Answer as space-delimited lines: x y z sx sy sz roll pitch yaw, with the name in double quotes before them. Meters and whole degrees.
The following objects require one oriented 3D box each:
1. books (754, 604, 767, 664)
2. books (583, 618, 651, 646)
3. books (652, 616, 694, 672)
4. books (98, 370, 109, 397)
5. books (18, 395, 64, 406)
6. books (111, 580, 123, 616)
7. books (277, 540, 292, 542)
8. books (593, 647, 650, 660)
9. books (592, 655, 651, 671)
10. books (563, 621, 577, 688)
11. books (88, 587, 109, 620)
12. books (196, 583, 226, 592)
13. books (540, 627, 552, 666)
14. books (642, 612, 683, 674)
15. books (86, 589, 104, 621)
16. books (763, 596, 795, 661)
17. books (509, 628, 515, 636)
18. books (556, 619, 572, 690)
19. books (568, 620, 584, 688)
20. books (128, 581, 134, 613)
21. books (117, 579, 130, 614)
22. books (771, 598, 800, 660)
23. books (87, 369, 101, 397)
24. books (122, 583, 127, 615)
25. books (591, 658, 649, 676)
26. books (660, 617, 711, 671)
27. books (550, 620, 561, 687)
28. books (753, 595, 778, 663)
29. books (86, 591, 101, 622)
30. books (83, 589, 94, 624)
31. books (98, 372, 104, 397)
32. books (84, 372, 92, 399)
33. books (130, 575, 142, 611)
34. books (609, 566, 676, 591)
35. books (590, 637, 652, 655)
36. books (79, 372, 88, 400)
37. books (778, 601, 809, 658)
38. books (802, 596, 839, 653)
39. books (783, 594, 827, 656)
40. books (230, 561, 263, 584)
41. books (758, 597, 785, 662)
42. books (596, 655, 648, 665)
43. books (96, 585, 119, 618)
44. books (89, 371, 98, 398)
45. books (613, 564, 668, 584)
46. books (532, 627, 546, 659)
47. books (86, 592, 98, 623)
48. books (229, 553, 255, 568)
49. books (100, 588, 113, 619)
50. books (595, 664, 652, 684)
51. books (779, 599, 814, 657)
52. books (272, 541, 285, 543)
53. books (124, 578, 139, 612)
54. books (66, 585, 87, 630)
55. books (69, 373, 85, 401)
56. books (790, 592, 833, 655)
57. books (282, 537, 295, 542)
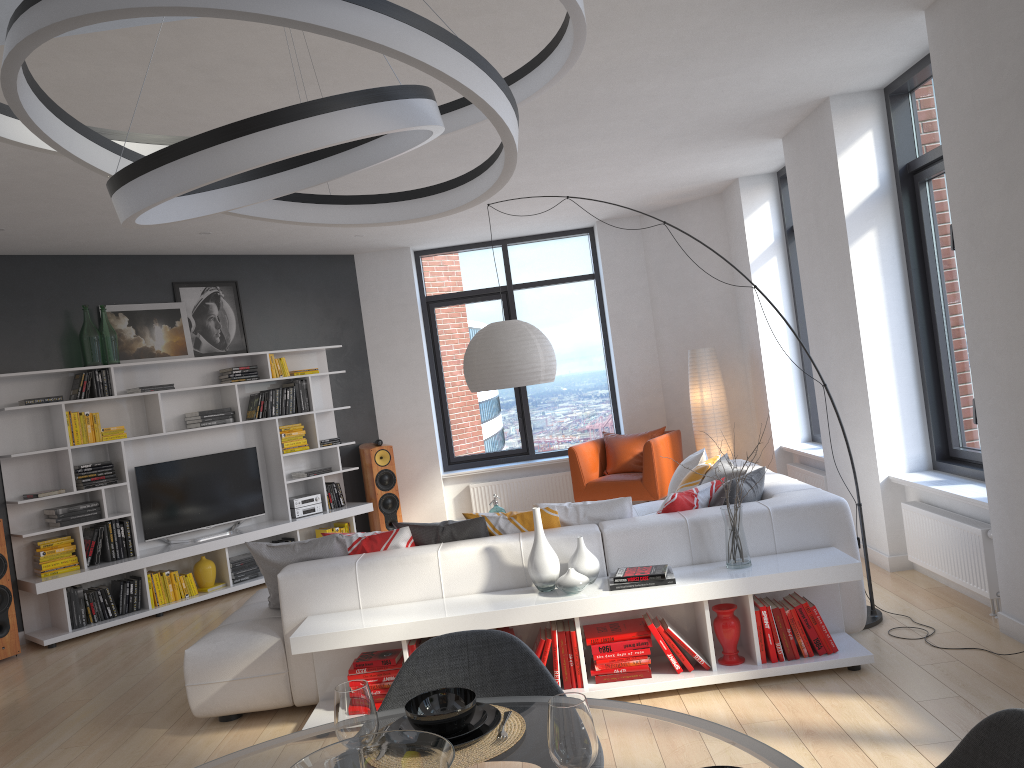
"books" 1.137 1.154 4.130 0.026 0.250 0.168 -8 1 0
"books" 0.495 1.175 4.211 0.301 0.032 0.227 -8 1 1
"books" 0.753 1.216 4.155 0.148 0.232 0.171 -8 1 2
"books" -3.320 0.003 7.172 0.038 0.218 0.169 -8 1 -44
"books" -3.632 0.134 6.837 0.268 0.046 0.208 -8 1 -41
"books" -3.140 1.696 7.042 0.066 0.260 0.197 -8 1 -44
"books" -2.072 1.546 8.081 0.084 0.249 0.191 -8 1 -44
"books" 0.512 1.242 4.171 0.261 0.027 0.191 -8 1 5
"books" 0.512 1.291 4.175 0.257 0.025 0.182 -8 1 1
"books" 0.272 1.265 4.159 0.028 0.266 0.188 -8 1 1
"books" -3.232 1.713 6.929 0.193 0.255 0.066 -7 1 45
"books" -2.604 1.734 7.557 0.270 0.029 0.204 -7 1 31
"books" 0.142 1.290 4.153 0.115 0.245 0.192 -8 1 1
"books" 0.704 1.213 4.162 0.134 0.248 0.192 -8 1 0
"books" -3.243 1.720 6.901 0.169 0.242 0.050 -7 1 45
"books" 1.239 1.140 4.143 0.076 0.252 0.199 -8 1 1
"books" -0.118 1.207 4.173 0.266 0.026 0.187 -8 1 -5
"books" 0.241 1.265 4.168 0.038 0.270 0.215 -8 1 1
"books" 0.298 1.259 4.143 0.028 0.269 0.181 -8 1 0
"books" -3.077 1.695 7.081 0.179 0.243 0.071 -7 1 45
"books" -3.105 1.694 7.072 0.192 0.254 0.075 -7 1 45
"books" 1.269 1.140 4.132 0.066 0.247 0.175 -8 1 1
"books" -3.361 0.002 7.137 0.025 0.232 0.176 -8 1 -44
"books" -3.104 1.702 7.037 0.069 0.242 0.172 -8 1 -44
"books" 0.505 1.318 4.169 0.266 0.026 0.187 -8 1 6
"books" 0.808 1.214 4.154 0.186 0.223 0.188 -8 1 1
"books" 0.203 1.266 4.152 0.046 0.282 0.199 -8 1 1
"books" 1.172 1.140 4.138 0.050 0.268 0.198 -8 1 1
"books" -3.264 1.727 6.891 0.049 0.236 0.170 -8 1 -44
"books" -3.313 1.717 6.859 0.053 0.268 0.202 -8 1 -45
"books" -3.339 0.014 7.151 0.021 0.200 0.147 -8 1 -44
"books" -3.407 0.018 7.082 0.154 0.212 0.074 -7 1 45
"books" -3.036 1.681 7.141 0.066 0.260 0.197 -8 1 -44
"books" 0.609 0.914 4.173 0.300 0.026 0.245 -8 1 6
"books" 0.506 1.210 4.187 0.279 0.039 0.206 -8 1 0
"books" -3.436 0.022 7.071 0.087 0.214 0.171 -8 1 -44
"books" 1.304 1.141 4.137 0.081 0.230 0.165 -8 1 1
"books" 1.434 1.124 4.152 0.103 0.230 0.173 -8 1 1
"books" 1.367 1.124 4.147 0.119 0.249 0.187 -8 1 1
"books" -2.376 1.646 7.811 0.277 0.137 0.343 -7 1 41
"books" 1.204 1.141 4.135 0.056 0.262 0.185 -8 1 1
"books" 0.507 1.269 4.166 0.236 0.023 0.178 -8 1 1
"books" -3.183 1.708 6.971 0.083 0.249 0.191 -8 1 -44
"books" -3.374 0.010 7.116 0.021 0.221 0.156 -8 1 -44
"books" 0.605 0.888 4.148 0.238 0.027 0.188 -8 1 14
"books" 0.101 1.295 4.161 0.144 0.247 0.188 -8 1 1
"books" -3.286 1.729 6.878 0.053 0.240 0.189 -8 1 -44
"books" -2.408 1.557 7.821 0.250 0.047 0.310 -7 1 41
"books" -3.204 1.715 6.944 0.066 0.242 0.177 -8 1 -45
"books" 0.518 1.346 4.177 0.259 0.034 0.206 -8 1 4
"books" 1.328 1.137 4.141 0.083 0.233 0.178 -8 1 1
"books" -2.119 1.551 8.038 0.192 0.254 0.075 -7 1 45
"books" -3.058 1.689 7.116 0.084 0.249 0.191 -8 1 -44
"books" -3.383 1.705 6.799 0.128 0.321 0.259 -8 1 -44
"books" -3.455 0.024 7.044 0.166 0.213 0.096 -7 1 44
"books" 1.399 1.116 4.150 0.116 0.255 0.198 -8 1 1
"books" -2.050 1.538 8.106 0.066 0.260 0.197 -8 1 -44
